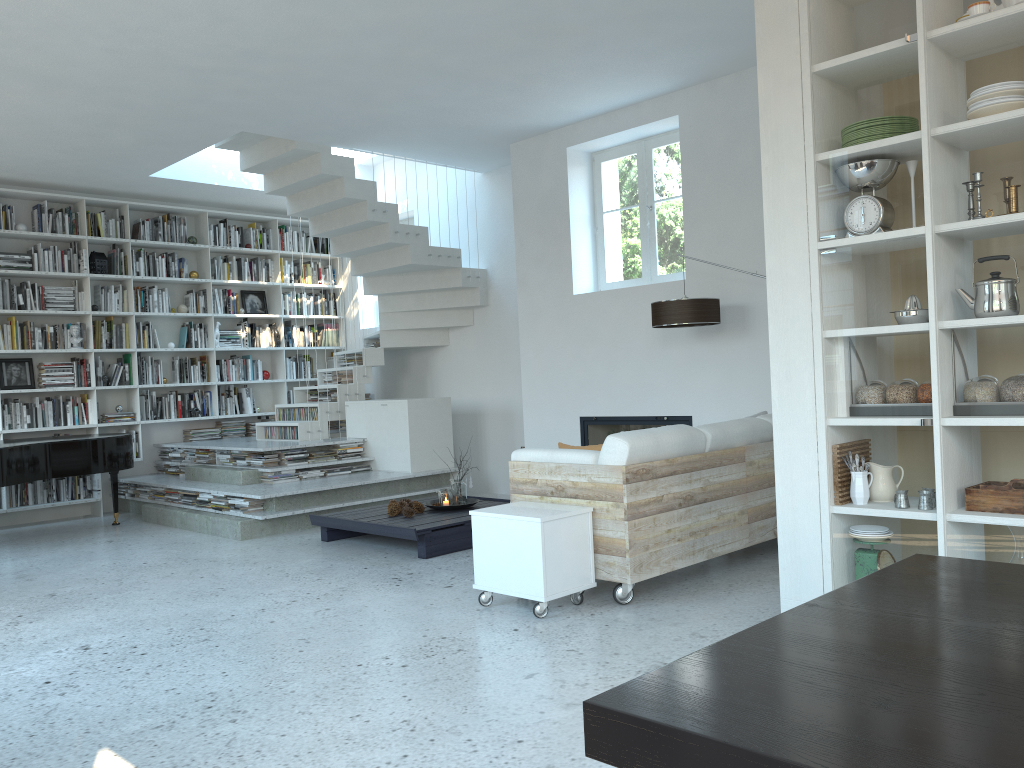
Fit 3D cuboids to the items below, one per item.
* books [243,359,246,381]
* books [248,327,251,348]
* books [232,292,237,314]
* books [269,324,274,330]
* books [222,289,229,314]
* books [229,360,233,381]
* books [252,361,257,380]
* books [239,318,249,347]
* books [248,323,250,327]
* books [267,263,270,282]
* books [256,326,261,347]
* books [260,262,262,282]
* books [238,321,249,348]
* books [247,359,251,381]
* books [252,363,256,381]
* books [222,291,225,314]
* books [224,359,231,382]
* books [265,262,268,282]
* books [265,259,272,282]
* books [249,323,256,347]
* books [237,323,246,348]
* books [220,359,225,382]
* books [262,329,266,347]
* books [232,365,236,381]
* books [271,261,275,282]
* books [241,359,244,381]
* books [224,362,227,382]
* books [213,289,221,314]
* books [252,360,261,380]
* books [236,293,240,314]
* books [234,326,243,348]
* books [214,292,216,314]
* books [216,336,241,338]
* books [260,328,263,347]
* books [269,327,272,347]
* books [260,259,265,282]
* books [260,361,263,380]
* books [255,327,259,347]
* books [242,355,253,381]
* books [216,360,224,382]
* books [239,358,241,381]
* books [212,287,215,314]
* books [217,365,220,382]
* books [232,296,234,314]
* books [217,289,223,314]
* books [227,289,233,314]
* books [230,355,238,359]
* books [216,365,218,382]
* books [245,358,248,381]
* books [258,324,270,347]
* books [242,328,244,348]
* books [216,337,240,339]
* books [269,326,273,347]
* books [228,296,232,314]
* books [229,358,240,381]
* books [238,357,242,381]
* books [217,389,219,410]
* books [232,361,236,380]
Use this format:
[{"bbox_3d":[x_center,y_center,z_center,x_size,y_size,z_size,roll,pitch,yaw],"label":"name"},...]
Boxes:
[{"bbox_3d":[-3.040,-0.155,9.958,0.014,0.249,0.177,-4,1,-45],"label":"books"},{"bbox_3d":[-3.005,-0.518,10.013,0.030,0.236,0.179,-4,1,-45],"label":"books"},{"bbox_3d":[-3.132,-0.889,9.910,0.021,0.253,0.167,-4,1,-45],"label":"books"},{"bbox_3d":[-2.768,-0.555,10.289,0.029,0.283,0.138,-4,1,-45],"label":"books"},{"bbox_3d":[-3.199,-0.902,9.840,0.012,0.287,0.176,-4,1,-45],"label":"books"},{"bbox_3d":[-3.165,-0.143,9.857,0.026,0.239,0.177,-4,1,-45],"label":"books"},{"bbox_3d":[-2.948,-0.145,10.082,0.037,0.218,0.139,-4,1,-45],"label":"books"},{"bbox_3d":[-3.016,-0.569,9.992,0.010,0.339,0.180,-4,1,-45],"label":"books"},{"bbox_3d":[-3.003,-0.541,10.040,0.013,0.280,0.131,-4,1,-45],"label":"books"},{"bbox_3d":[-2.843,-1.262,10.212,0.022,0.234,0.158,-4,1,-45],"label":"books"},{"bbox_3d":[-2.923,-0.530,10.135,0.031,0.250,0.133,-4,1,-45],"label":"books"},{"bbox_3d":[-2.906,-1.266,10.139,0.011,0.249,0.152,-4,1,-45],"label":"books"},{"bbox_3d":[-3.023,-0.549,9.986,0.011,0.300,0.184,-4,1,-45],"label":"books"},{"bbox_3d":[-3.000,-0.154,9.998,0.023,0.244,0.189,-4,1,-45],"label":"books"},{"bbox_3d":[-2.960,-0.135,10.047,0.030,0.201,0.189,-4,1,-45],"label":"books"},{"bbox_3d":[-3.235,-0.891,9.838,0.043,0.269,0.131,-4,1,-45],"label":"books"},{"bbox_3d":[-3.180,-0.146,9.821,0.045,0.246,0.185,-4,1,-45],"label":"books"},{"bbox_3d":[-2.865,-1.264,10.178,0.030,0.241,0.162,-4,1,-45],"label":"books"},{"bbox_3d":[-2.825,-1.288,10.226,0.026,0.284,0.147,-4,1,-45],"label":"books"},{"bbox_3d":[-2.968,-0.543,10.056,0.059,0.282,0.167,-4,1,-45],"label":"books"},{"bbox_3d":[-3.050,-0.540,9.997,0.012,0.285,0.159,-4,1,-45],"label":"books"},{"bbox_3d":[-3.223,-0.144,9.803,0.024,0.247,0.143,-4,1,-45],"label":"books"},{"bbox_3d":[-2.876,-0.514,10.169,0.025,0.213,0.155,-4,1,-45],"label":"books"},{"bbox_3d":[-3.137,-0.116,9.868,0.027,0.182,0.186,-4,1,-45],"label":"books"},{"bbox_3d":[-2.803,-1.280,10.244,0.031,0.265,0.169,-4,1,-45],"label":"books"},{"bbox_3d":[-3.068,-0.152,9.958,0.026,0.246,0.165,-4,1,-45],"label":"books"},{"bbox_3d":[-3.202,-0.133,9.807,0.011,0.223,0.163,-4,1,-45],"label":"books"},{"bbox_3d":[-3.274,-0.899,9.777,0.065,0.289,0.146,-4,1,-45],"label":"books"},{"bbox_3d":[-2.920,-0.155,10.097,0.025,0.235,0.181,-4,1,-45],"label":"books"},{"bbox_3d":[-3.107,-0.885,9.920,0.026,0.244,0.178,-4,1,-45],"label":"books"},{"bbox_3d":[-3.073,-0.524,9.959,0.012,0.254,0.161,-4,1,-45],"label":"books"},{"bbox_3d":[-3.296,-0.877,9.747,0.011,0.248,0.155,-4,1,-45],"label":"books"},{"bbox_3d":[-3.183,-0.518,9.854,0.159,0.012,0.285,-3,0,42],"label":"books"},{"bbox_3d":[-2.900,-0.523,10.155,0.028,0.235,0.129,-4,1,-45],"label":"books"},{"bbox_3d":[-2.823,-0.529,10.191,0.041,0.239,0.176,-4,1,-45],"label":"books"},{"bbox_3d":[-2.884,-1.279,10.149,0.036,0.272,0.177,-4,1,-45],"label":"books"},{"bbox_3d":[-2.902,-0.149,10.116,0.027,0.223,0.170,-4,1,-45],"label":"books"},{"bbox_3d":[-2.932,-0.525,10.100,0.031,0.242,0.147,-4,1,-45],"label":"books"},{"bbox_3d":[-2.987,-0.178,10.017,0.026,0.290,0.181,-4,1,-45],"label":"books"},{"bbox_3d":[-3.241,-0.141,9.770,0.047,0.244,0.177,-4,1,-45],"label":"books"},{"bbox_3d":[-3.081,-0.159,9.912,0.012,0.262,0.186,-4,1,-45],"label":"books"},{"bbox_3d":[-3.313,-0.903,9.744,0.015,0.301,0.140,-4,1,-45],"label":"books"},{"bbox_3d":[-3.260,-0.110,9.755,0.022,0.184,0.162,-4,1,-45],"label":"books"},{"bbox_3d":[-3.150,-0.868,9.891,0.033,0.213,0.152,-4,1,-45],"label":"books"},{"bbox_3d":[-3.248,-0.899,9.811,0.012,0.285,0.159,-4,1,-45],"label":"books"},{"bbox_3d":[-3.166,-0.903,9.871,0.014,0.285,0.175,-4,1,-45],"label":"books"},{"bbox_3d":[-3.103,-0.177,9.915,0.013,0.299,0.147,-4,1,-45],"label":"books"},{"bbox_3d":[-3.278,-0.111,9.741,0.023,0.186,0.159,-4,1,-45],"label":"books"},{"bbox_3d":[-3.030,-0.158,10.003,0.012,0.254,0.161,-4,1,-45],"label":"books"},{"bbox_3d":[-2.844,-0.544,10.168,0.021,0.271,0.191,-4,1,-45],"label":"books"},{"bbox_3d":[-3.073,-0.520,9.984,0.023,0.247,0.138,-4,1,-45],"label":"books"},{"bbox_3d":[-3.180,-0.506,9.851,0.254,0.012,0.161,-3,0,-40],"label":"books"},{"bbox_3d":[-2.810,-0.538,10.224,0.024,0.255,0.145,-4,1,-45],"label":"books"},{"bbox_3d":[-3.166,-0.864,9.854,0.013,0.207,0.189,-4,1,-45],"label":"books"},{"bbox_3d":[-3.101,-0.154,9.886,0.028,0.255,0.191,-4,1,-45],"label":"books"},{"bbox_3d":[-3.080,-0.164,9.942,0.011,0.272,0.152,-4,1,-45],"label":"books"},{"bbox_3d":[-3.268,0.205,9.753,0.015,0.287,0.138,-4,1,-45],"label":"books"},{"bbox_3d":[-3.131,-0.140,9.888,0.012,0.229,0.179,-4,1,-45],"label":"books"}]
